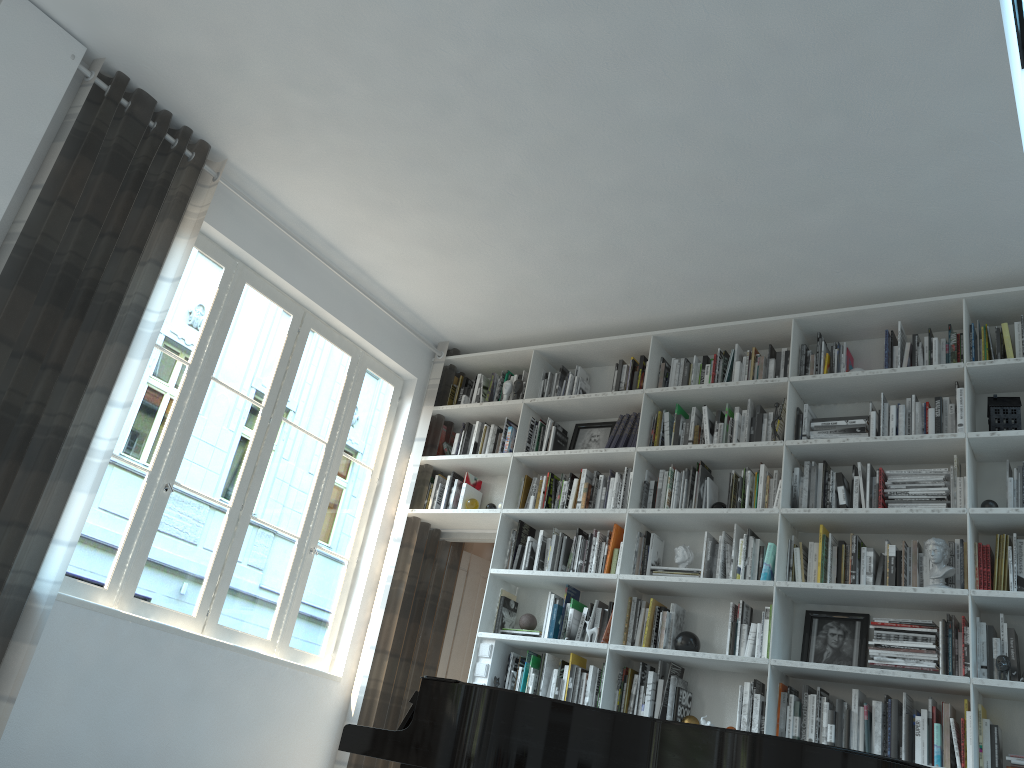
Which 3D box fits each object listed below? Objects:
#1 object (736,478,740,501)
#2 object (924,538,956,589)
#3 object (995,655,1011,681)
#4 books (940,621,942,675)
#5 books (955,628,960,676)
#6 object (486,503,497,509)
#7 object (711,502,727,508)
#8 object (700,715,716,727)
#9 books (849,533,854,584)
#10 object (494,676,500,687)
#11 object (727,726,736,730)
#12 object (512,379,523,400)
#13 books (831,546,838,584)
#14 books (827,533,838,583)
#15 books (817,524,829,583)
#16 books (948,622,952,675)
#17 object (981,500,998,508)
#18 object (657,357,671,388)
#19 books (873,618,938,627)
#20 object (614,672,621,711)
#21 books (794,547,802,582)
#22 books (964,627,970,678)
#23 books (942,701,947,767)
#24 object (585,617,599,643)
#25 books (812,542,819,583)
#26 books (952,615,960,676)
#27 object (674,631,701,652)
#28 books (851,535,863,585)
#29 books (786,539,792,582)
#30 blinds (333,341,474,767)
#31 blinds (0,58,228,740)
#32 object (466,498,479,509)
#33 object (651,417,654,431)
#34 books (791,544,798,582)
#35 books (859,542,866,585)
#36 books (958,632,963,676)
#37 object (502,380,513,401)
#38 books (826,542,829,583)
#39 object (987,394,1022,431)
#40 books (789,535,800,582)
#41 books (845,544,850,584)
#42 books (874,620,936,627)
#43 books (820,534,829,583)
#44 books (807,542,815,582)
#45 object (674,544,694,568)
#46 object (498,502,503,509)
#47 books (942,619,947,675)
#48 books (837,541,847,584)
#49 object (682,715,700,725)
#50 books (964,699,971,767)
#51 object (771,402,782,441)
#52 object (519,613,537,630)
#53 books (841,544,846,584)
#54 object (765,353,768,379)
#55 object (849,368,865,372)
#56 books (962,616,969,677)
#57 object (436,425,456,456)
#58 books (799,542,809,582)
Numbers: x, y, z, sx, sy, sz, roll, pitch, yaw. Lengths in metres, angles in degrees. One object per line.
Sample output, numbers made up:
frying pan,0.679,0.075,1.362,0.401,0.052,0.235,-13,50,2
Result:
object,1.238,0.639,4.780,0.010,0.224,0.143,-5,-29,33
object,1.916,0.818,3.982,0.137,0.243,0.138,11,-24,2
object,2.027,1.174,3.658,0.054,0.113,0.080,-4,-28,32
books,1.919,1.200,3.937,0.012,0.253,0.161,-5,-29,33
books,1.973,1.211,3.911,0.013,0.231,0.134,-5,-29,33
object,-0.133,0.794,5.641,0.071,0.072,0.072,6,-24,13
object,1.117,0.683,4.773,0.097,0.098,0.097,13,-24,-4
object,0.948,1.649,4.272,0.078,0.094,0.060,28,-28,-33
books,1.665,0.888,4.302,0.013,0.282,0.177,-5,-29,33
object,-0.097,1.696,4.910,0.045,0.146,0.045,18,-24,-13
object,1.044,1.664,4.226,0.061,0.062,0.062,13,-24,-4
object,0.031,0.060,5.782,0.067,0.197,0.067,16,-24,-10
books,1.598,0.926,4.348,0.024,0.227,0.148,-5,-29,33
books,1.576,0.894,4.351,0.010,0.279,0.171,-5,-29,33
books,1.542,0.874,4.368,0.014,0.316,0.188,-5,-29,33
books,1.952,1.200,3.924,0.013,0.255,0.163,-5,-29,33
object,2.159,0.559,4.008,0.071,0.072,0.072,13,-24,-4
object,0.925,-0.002,5.378,0.012,0.284,0.160,-5,-29,33
books,1.812,1.105,4.071,0.254,0.012,0.161,-8,-30,37
object,0.583,1.653,4.643,0.012,0.253,0.161,-5,-29,33
books,1.447,0.939,4.421,0.053,0.208,0.156,-5,-29,33
books,2.003,1.195,3.858,0.034,0.228,0.200,-5,-29,33
books,1.865,1.522,3.810,0.010,0.282,0.132,-5,-29,33
object,0.423,1.318,4.733,0.081,0.139,0.044,3,-25,19
books,1.524,0.925,4.393,0.029,0.239,0.156,-5,-29,33
books,1.965,1.184,3.923,0.011,0.287,0.152,-5,-29,33
object,0.902,1.341,4.563,0.134,0.134,0.134,13,-24,-4
books,1.673,0.888,4.278,0.028,0.266,0.190,-5,-29,33
books,1.415,0.930,4.472,0.012,0.253,0.161,-5,-29,33
blinds,-0.587,1.316,5.856,0.140,3.216,0.779,-5,-29,33
blinds,-2.052,0.086,3.806,0.140,3.216,0.779,-5,-29,33
object,-0.253,0.775,5.672,0.087,0.087,0.087,13,-24,-4
object,0.854,0.340,5.226,0.012,0.253,0.161,-5,-29,33
books,1.436,0.941,4.462,0.011,0.234,0.142,-5,-29,33
books,1.702,0.905,4.284,0.011,0.250,0.131,-5,-29,33
books,1.984,1.215,3.897,0.021,0.216,0.132,-5,-29,33
object,-0.036,0.066,5.826,0.067,0.197,0.067,16,-24,-10
books,1.574,0.919,4.363,0.010,0.243,0.150,-5,-29,33
object,2.315,0.163,4.169,0.135,0.247,0.136,0,-26,25
books,1.432,0.921,4.478,0.010,0.280,0.140,-5,-29,33
books,1.649,0.914,4.309,0.025,0.235,0.137,-5,-29,33
books,1.811,1.117,4.068,0.254,0.012,0.161,-4,-28,31
books,1.548,0.895,4.350,0.015,0.265,0.190,-5,-29,33
books,1.505,0.926,4.414,0.026,0.247,0.139,-5,-29,33
object,0.930,0.943,4.808,0.121,0.156,0.095,30,-29,-35
object,-0.055,0.777,5.568,0.071,0.072,0.072,6,-24,13
books,1.928,1.194,3.929,0.011,0.259,0.185,-5,-29,33
books,1.625,0.913,4.344,0.028,0.258,0.135,-5,-29,33
object,0.883,1.688,4.387,0.091,0.091,0.091,6,-24,13
books,1.937,1.503,3.757,0.011,0.299,0.150,-5,-29,33
object,1.408,0.215,4.701,0.075,0.253,0.075,5,-24,15
object,0.093,1.381,5.125,0.105,0.106,0.106,6,-24,13
books,1.629,0.916,4.312,0.012,0.227,0.170,-5,-29,33
object,1.464,-0.038,5.008,0.010,0.245,0.158,-5,-29,33
object,1.824,-0.033,4.683,0.105,0.105,0.105,6,-24,13
books,1.994,1.179,3.888,0.011,0.278,0.186,-5,-29,33
object,-0.461,0.440,6.092,0.035,0.294,0.177,-5,-29,33
books,1.471,0.928,4.426,0.042,0.241,0.163,-5,-29,33
